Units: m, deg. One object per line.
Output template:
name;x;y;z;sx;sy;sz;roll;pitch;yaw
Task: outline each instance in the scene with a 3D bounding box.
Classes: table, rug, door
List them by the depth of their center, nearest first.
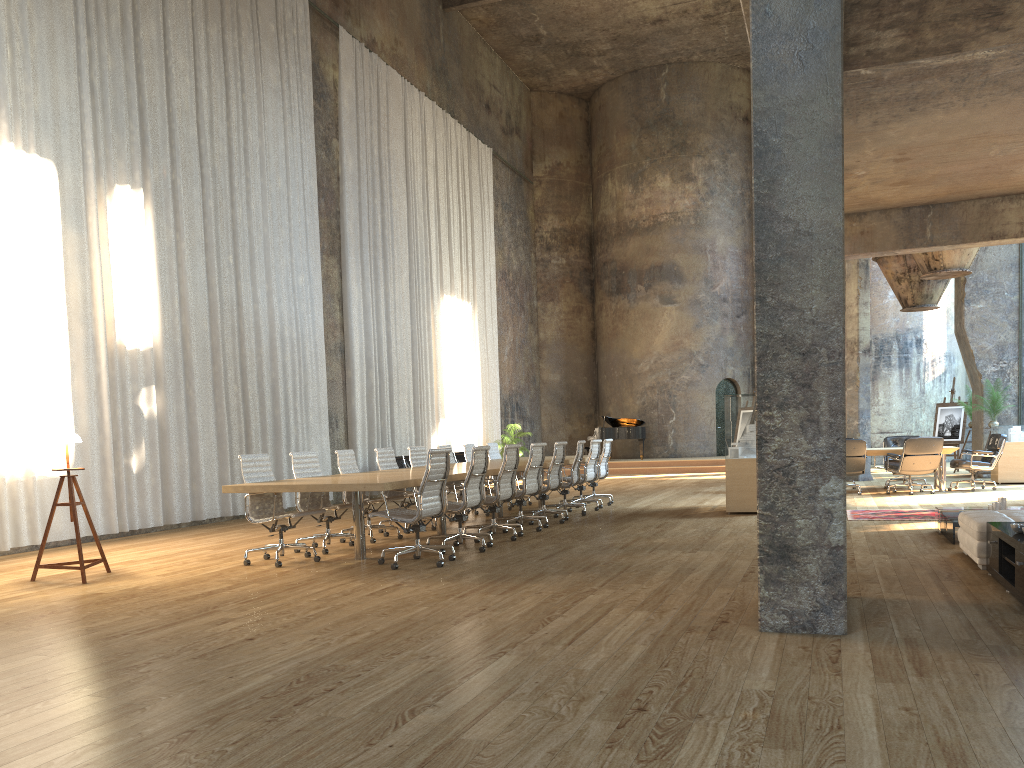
table;4.504;1.342;8.246;0.791;0.204;1.105;-3;-3;20
table;4.629;1.337;8.590;0.861;0.248;0.368;-3;-1;20
rug;5.261;1.538;10.355;2.465;0.009;1.340;-3;-4;20
table;-0.465;1.406;11.057;1.603;0.762;7.680;-3;-3;20
table;5.993;1.425;14.553;2.413;0.704;1.099;-3;-2;20
table;7.951;1.794;20.446;1.873;0.549;0.937;-3;-2;20
door;6.335;0.986;26.067;0.900;2.312;0.091;-3;4;-22

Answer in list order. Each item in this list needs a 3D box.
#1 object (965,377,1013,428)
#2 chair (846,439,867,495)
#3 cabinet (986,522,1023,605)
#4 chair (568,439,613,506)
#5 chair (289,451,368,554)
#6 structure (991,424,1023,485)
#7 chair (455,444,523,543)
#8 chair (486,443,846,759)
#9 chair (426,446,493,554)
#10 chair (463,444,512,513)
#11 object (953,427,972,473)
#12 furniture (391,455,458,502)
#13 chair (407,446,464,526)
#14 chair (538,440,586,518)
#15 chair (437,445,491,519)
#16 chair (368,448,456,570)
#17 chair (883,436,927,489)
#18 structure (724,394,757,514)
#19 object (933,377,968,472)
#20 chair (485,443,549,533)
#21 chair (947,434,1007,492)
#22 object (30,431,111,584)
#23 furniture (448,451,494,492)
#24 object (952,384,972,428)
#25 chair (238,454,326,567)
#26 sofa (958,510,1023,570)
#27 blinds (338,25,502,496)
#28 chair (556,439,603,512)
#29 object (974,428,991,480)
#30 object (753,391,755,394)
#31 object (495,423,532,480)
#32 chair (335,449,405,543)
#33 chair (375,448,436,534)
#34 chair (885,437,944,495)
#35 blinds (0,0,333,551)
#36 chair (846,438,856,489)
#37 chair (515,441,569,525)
object;8.847;0.347;16.305;0.859;0.946;0.684;-2;2;23
chair;5.273;1.324;14.043;0.730;0.898;0.817;-2;1;14
cabinet;3.315;1.133;5.547;0.396;0.371;1.555;-2;-3;20
chair;1.237;1.377;13.687;0.699;1.032;0.661;-1;2;25
chair;-1.883;1.204;9.071;0.699;1.032;0.661;-1;2;28
structure;8.786;1.213;15.251;0.736;1.021;0.739;-1;2;20
chair;-0.240;1.174;9.521;0.699;1.032;0.661;-1;2;25
chair;2.607;1.302;13.137;12.967;1.037;31.366;-3;-4;20
chair;-0.551;1.132;8.660;0.699;1.032;0.661;-1;2;23
chair;-0.364;1.408;13.279;0.699;1.032;0.661;-1;2;23
object;9.783;1.407;18.629;0.659;0.979;0.567;-2;2;14
furniture;-1.640;1.760;16.809;0.709;0.846;1.863;-2;-2;20
chair;-0.980;1.326;11.576;0.699;1.032;0.661;-1;2;28
chair;0.691;1.297;12.060;0.699;1.032;0.661;-1;2;19
chair;-0.676;1.367;12.419;0.699;1.032;0.661;-1;2;25
chair;-0.877;1.089;7.772;0.699;1.032;0.661;-1;2;26
chair;6.731;1.337;15.082;0.730;0.898;0.817;-2;1;21
structure;3.158;0.920;11.596;0.595;1.558;0.737;-1;3;20
object;9.875;0.913;19.770;0.680;2.161;0.700;-5;5;-41
chair;0.064;1.215;10.364;0.699;1.032;0.661;-1;2;28
chair;7.388;1.249;14.032;0.821;0.898;0.726;-2;1;14
object;-3.757;1.047;7.521;0.655;1.306;0.569;-4;4;-37
furniture;-0.825;1.869;19.046;0.709;0.846;1.863;-2;-2;20
object;9.705;0.457;18.602;0.688;0.946;0.855;-1;1;41
chair;-2.150;1.163;8.251;0.699;1.032;0.661;-1;2;25
sofa;4.844;1.016;7.425;2.067;0.725;2.916;-3;-3;20
blinds;-1.705;-2.031;19.826;0.275;8.700;7.785;0;1;21
chair;0.975;1.336;12.865;0.699;1.032;0.661;-1;2;28
object;8.999;1.289;16.247;0.656;0.979;0.570;-3;3;-34
object;4.732;0.944;17.335;0.681;2.161;0.700;-5;4;-38
object;0.032;1.743;22.451;1.092;1.466;1.123;-2;1;11
chair;-1.591;1.243;9.873;0.699;1.032;0.661;-1;2;19
chair;-1.283;1.286;10.751;0.699;1.032;0.661;-1;2;25
chair;6.233;1.271;13.724;0.729;0.898;0.818;-2;1;-6
blinds;-4.656;-2.424;11.727;0.275;8.700;7.785;0;1;21
chair;5.683;1.397;15.467;0.730;0.898;0.817;-1;1;27
chair;0.367;1.255;11.188;0.699;1.032;0.661;-1;2;25
